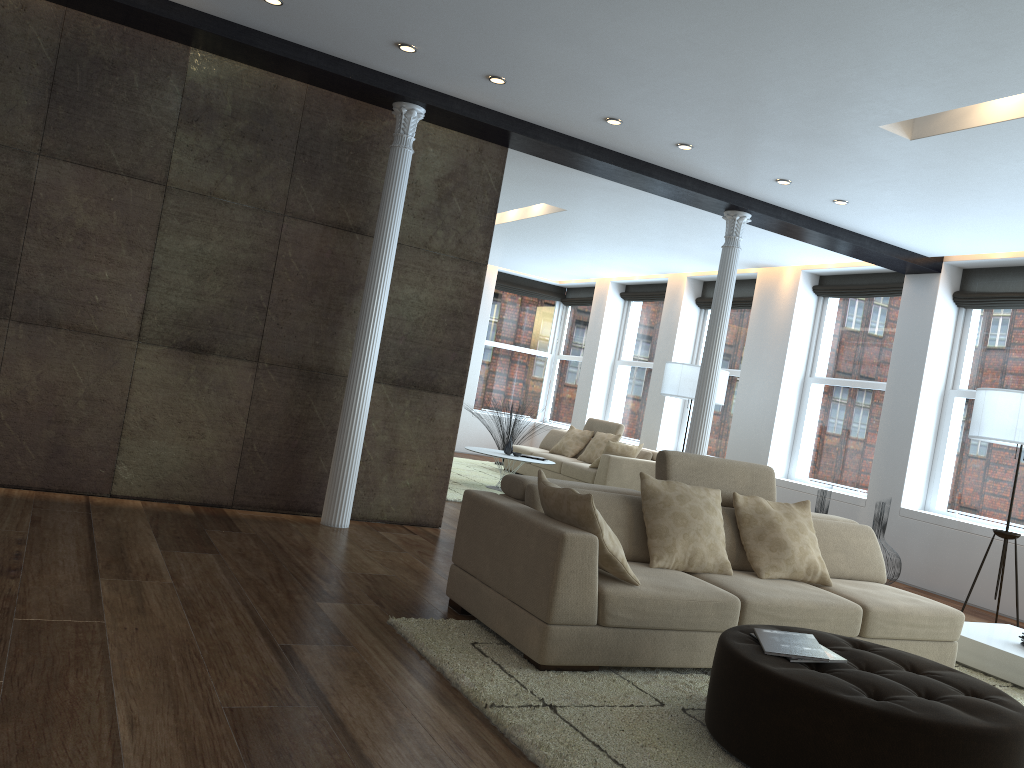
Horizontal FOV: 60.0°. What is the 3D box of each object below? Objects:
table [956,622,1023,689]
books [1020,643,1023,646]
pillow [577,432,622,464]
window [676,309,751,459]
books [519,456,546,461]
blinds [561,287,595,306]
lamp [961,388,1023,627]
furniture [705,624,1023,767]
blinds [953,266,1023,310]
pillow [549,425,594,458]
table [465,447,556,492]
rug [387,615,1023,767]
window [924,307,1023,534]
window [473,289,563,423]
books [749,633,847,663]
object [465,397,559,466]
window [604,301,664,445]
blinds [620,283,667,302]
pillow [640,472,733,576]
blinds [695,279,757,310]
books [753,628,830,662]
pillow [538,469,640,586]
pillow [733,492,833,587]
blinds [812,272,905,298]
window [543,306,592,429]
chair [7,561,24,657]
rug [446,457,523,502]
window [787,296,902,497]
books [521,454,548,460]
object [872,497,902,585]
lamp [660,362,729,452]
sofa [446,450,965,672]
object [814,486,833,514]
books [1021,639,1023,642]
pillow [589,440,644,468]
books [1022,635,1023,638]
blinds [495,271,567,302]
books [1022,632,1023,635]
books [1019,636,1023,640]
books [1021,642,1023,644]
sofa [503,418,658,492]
[{"bbox_3d":[3.001,1.595,5.122,0.900,0.170,0.900,10,-1,-27],"label":"table"},{"bbox_3d":[3.010,1.504,4.936,0.220,0.010,0.300,10,0,8],"label":"books"},{"bbox_3d":[1.093,0.800,11.145,0.301,0.439,0.534,10,-1,-31],"label":"pillow"},{"bbox_3d":[2.697,-0.129,11.243,0.123,2.400,1.345,10,-1,-27],"label":"window"},{"bbox_3d":[0.227,0.827,9.930,0.300,0.010,0.220,10,0,8],"label":"books"},{"bbox_3d":[1.207,-1.431,14.438,0.156,0.327,1.377,10,-1,-27],"label":"blinds"},{"bbox_3d":[3.596,0.938,6.406,0.698,1.728,0.698,10,0,-3],"label":"lamp"},{"bbox_3d":[1.241,1.174,3.164,1.057,0.355,1.057,10,-1,-25],"label":"furniture"},{"bbox_3d":[4.546,-0.861,7.760,0.183,0.395,1.431,10,-1,-27],"label":"blinds"},{"bbox_3d":[0.800,0.763,11.695,0.368,0.416,0.519,10,-1,-32],"label":"pillow"},{"bbox_3d":[-0.056,0.980,9.816,1.022,0.393,1.022,10,0,17],"label":"table"},{"bbox_3d":[1.971,1.496,3.584,4.231,0.020,2.972,10,-1,-27],"label":"rug"},{"bbox_3d":[4.438,0.150,7.786,0.123,2.400,1.432,10,-1,-27],"label":"window"},{"bbox_3d":[0.067,-0.565,14.804,1.474,2.400,0.123,10,-1,-27],"label":"window"},{"bbox_3d":[1.033,0.956,3.220,0.219,0.031,0.300,10,0,-12],"label":"books"},{"bbox_3d":[-0.044,0.694,12.883,1.119,1.014,1.125,10,-1,-41],"label":"object"},{"bbox_3d":[1.892,-0.258,12.841,0.123,2.400,1.444,10,-1,-27],"label":"window"},{"bbox_3d":[2.026,-1.326,12.820,0.156,0.275,1.442,10,-1,-27],"label":"blinds"},{"bbox_3d":[0.880,0.706,4.460,0.534,0.439,0.301,10,-1,-23],"label":"pillow"},{"bbox_3d":[2.820,-1.138,11.223,0.156,0.393,1.342,10,-1,-27],"label":"blinds"},{"bbox_3d":[1.009,0.945,3.223,0.220,0.040,0.301,10,0,8],"label":"books"},{"bbox_3d":[0.316,0.624,3.903,0.395,0.393,0.518,10,-1,-24],"label":"pillow"},{"bbox_3d":[1.431,0.817,4.733,0.519,0.416,0.368,10,-1,-22],"label":"pillow"},{"bbox_3d":[3.758,-1.048,9.381,0.156,0.275,1.396,10,-1,-27],"label":"blinds"},{"bbox_3d":[3.612,0.746,22.736,34.761,17.917,13.698,10,-1,-27],"label":"window"},{"bbox_3d":[-1.968,0.563,1.484,16.134,0.952,21.556,10,-1,-27],"label":"chair"},{"bbox_3d":[-0.253,1.162,10.803,2.972,0.020,4.231,10,-1,-27],"label":"rug"},{"bbox_3d":[3.625,0.020,9.400,0.123,2.400,1.391,10,-1,-27],"label":"window"},{"bbox_3d":[0.232,0.818,9.955,0.300,0.010,0.220,10,0,-12],"label":"books"},{"bbox_3d":[3.190,1.361,7.748,0.458,0.781,0.458,10,-1,-28],"label":"object"},{"bbox_3d":[1.897,0.664,9.781,0.698,1.728,0.698,10,0,-3],"label":"lamp"},{"bbox_3d":[1.086,0.875,4.563,2.581,0.950,1.021,10,-1,-27],"label":"sofa"},{"bbox_3d":[2.790,1.293,8.065,0.458,0.781,0.458,10,-1,-28],"label":"object"},{"bbox_3d":[3.013,1.485,4.936,0.220,0.010,0.300,10,0,8],"label":"books"},{"bbox_3d":[1.222,0.839,10.359,0.518,0.393,0.395,10,-1,-30],"label":"pillow"},{"bbox_3d":[3.043,1.461,4.933,0.220,0.010,0.300,10,0,-12],"label":"books"},{"bbox_3d":[0.277,-1.601,14.729,1.442,0.312,0.155,10,-1,-27],"label":"blinds"},{"bbox_3d":[3.020,1.447,4.936,0.220,0.010,0.300,10,0,8],"label":"books"},{"bbox_3d":[3.016,1.466,4.936,0.220,0.010,0.300,10,0,-2],"label":"books"},{"bbox_3d":[3.036,1.499,4.932,0.220,0.010,0.300,10,0,-7],"label":"books"},{"bbox_3d":[0.946,0.907,11.365,1.018,0.950,2.581,10,-1,-27],"label":"sofa"}]
